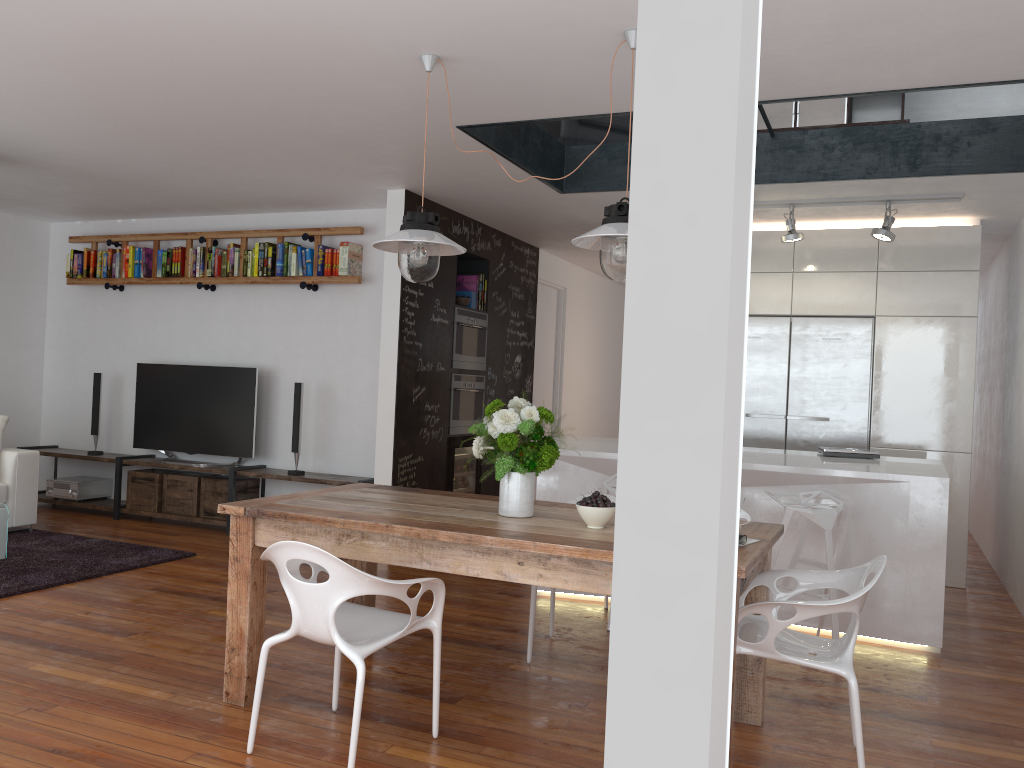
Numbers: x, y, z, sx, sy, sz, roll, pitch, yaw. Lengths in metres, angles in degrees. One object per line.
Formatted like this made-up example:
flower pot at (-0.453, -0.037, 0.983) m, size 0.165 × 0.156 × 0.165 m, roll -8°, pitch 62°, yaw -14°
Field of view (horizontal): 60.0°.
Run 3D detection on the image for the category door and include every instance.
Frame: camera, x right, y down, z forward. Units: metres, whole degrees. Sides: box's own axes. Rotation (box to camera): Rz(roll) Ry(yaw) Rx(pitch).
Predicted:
door at (0.274, 0.136, 8.617) m, size 0.120 × 2.236 × 0.823 m, roll 3°, pitch 0°, yaw 23°

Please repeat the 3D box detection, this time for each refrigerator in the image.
refrigerator at (1.983, 0.414, 6.425) m, size 1.119 × 1.811 × 0.142 m, roll 3°, pitch 0°, yaw 23°

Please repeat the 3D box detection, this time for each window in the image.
window at (1.282, -1.510, 4.617) m, size 2.700 × 0.035 × 1.546 m, roll 3°, pitch 0°, yaw 23°

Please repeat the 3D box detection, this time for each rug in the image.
rug at (-3.589, 1.057, 4.778) m, size 1.895 × 0.019 × 3.193 m, roll 3°, pitch 0°, yaw 23°

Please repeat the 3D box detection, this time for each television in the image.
television at (-2.538, 0.243, 7.099) m, size 1.230 × 0.786 × 0.298 m, roll 3°, pitch 0°, yaw 23°

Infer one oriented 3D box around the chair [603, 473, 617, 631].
chair at (0.629, 0.876, 4.667) m, size 0.492 × 0.765 × 0.428 m, roll 2°, pitch 0°, yaw 33°

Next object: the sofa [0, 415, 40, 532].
sofa at (-4.452, 0.604, 5.154) m, size 0.987 × 0.842 × 3.086 m, roll 3°, pitch 0°, yaw 23°

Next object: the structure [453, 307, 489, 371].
structure at (-0.303, -0.343, 6.939) m, size 0.052 × 0.462 × 0.585 m, roll 3°, pitch 0°, yaw 23°

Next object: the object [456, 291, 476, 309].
object at (-0.367, -0.665, 7.048) m, size 0.136 × 0.136 × 0.110 m, roll 3°, pitch 0°, yaw 16°

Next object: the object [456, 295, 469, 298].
object at (-0.379, -0.666, 6.899) m, size 0.077 × 0.042 × 0.116 m, roll 2°, pitch 0°, yaw 36°

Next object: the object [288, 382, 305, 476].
object at (-1.594, 0.334, 6.616) m, size 0.089 × 0.687 × 0.089 m, roll 2°, pitch 0°, yaw 33°

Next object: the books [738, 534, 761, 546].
books at (0.671, 0.503, 2.942) m, size 0.218 × 0.035 × 0.267 m, roll 2°, pitch 0°, yaw 38°

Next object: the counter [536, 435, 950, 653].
counter at (1.223, 0.835, 5.154) m, size 2.289 × 0.903 × 0.956 m, roll 3°, pitch 0°, yaw 23°

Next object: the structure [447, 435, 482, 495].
structure at (-0.348, 0.790, 6.932) m, size 0.081 × 0.763 × 0.582 m, roll 3°, pitch 0°, yaw 23°

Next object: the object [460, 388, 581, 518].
object at (0.019, 0.252, 3.344) m, size 0.432 × 0.476 × 0.371 m, roll 3°, pitch 0°, yaw -25°

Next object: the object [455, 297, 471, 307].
object at (-0.390, -0.633, 6.902) m, size 0.132 × 0.069 × 0.132 m, roll 3°, pitch 0°, yaw -34°

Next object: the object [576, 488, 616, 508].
object at (0.296, 0.413, 3.110) m, size 0.159 × 0.095 × 0.141 m, roll 3°, pitch 0°, yaw 9°

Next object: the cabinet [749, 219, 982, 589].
cabinet at (2.178, 0.082, 6.845) m, size 2.404 × 2.506 × 0.946 m, roll 3°, pitch 0°, yaw 23°

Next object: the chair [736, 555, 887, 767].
chair at (0.974, 0.910, 2.991) m, size 0.505 × 0.710 × 0.577 m, roll 3°, pitch 0°, yaw 18°

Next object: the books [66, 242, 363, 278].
books at (-1.095, -1.782, 6.887) m, size 5.671 × 1.974 × 0.733 m, roll 3°, pitch 0°, yaw 12°

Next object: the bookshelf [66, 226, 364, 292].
bookshelf at (-2.470, -0.990, 7.193) m, size 2.983 × 0.465 × 0.161 m, roll 3°, pitch 0°, yaw 23°

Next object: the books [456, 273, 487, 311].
books at (-0.343, -0.746, 7.196) m, size 0.230 × 0.303 × 0.152 m, roll 3°, pitch 0°, yaw 23°

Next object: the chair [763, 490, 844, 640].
chair at (1.431, 0.911, 4.248) m, size 0.492 × 0.765 × 0.428 m, roll 3°, pitch 0°, yaw -22°

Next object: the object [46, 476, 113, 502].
object at (-3.678, 0.892, 7.549) m, size 0.350 × 0.170 × 0.400 m, roll 3°, pitch 0°, yaw 22°

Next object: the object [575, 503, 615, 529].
object at (0.294, 0.463, 3.110) m, size 0.146 × 0.079 × 0.146 m, roll 2°, pitch 0°, yaw 32°

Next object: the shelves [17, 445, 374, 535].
shelves at (-2.572, 0.867, 7.093) m, size 3.473 × 0.506 × 0.414 m, roll 3°, pitch 0°, yaw 23°

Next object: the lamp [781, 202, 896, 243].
lamp at (1.793, -1.035, 5.792) m, size 1.324 × 0.254 × 0.154 m, roll 3°, pitch 0°, yaw 23°

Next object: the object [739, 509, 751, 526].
object at (0.807, 0.488, 3.206) m, size 0.127 × 0.078 × 0.082 m, roll 3°, pitch 0°, yaw 28°

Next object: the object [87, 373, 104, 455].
object at (-3.480, 0.250, 7.443) m, size 0.089 × 0.687 × 0.089 m, roll 3°, pitch 0°, yaw 8°

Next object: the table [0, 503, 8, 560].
table at (-3.464, 0.886, 5.302) m, size 0.565 × 0.337 × 0.551 m, roll 3°, pitch 0°, yaw 23°

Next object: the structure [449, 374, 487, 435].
structure at (-0.326, 0.159, 6.937) m, size 0.052 × 0.462 × 0.585 m, roll 3°, pitch 0°, yaw 23°

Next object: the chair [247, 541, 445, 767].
chair at (-0.552, 0.840, 2.920) m, size 0.577 × 0.710 × 0.505 m, roll 3°, pitch 0°, yaw 28°

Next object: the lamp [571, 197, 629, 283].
lamp at (0.400, -0.517, 3.180) m, size 0.372 × 0.306 × 0.372 m, roll 3°, pitch 0°, yaw -15°

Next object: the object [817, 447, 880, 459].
object at (1.926, 0.391, 5.089) m, size 0.298 × 0.036 × 0.325 m, roll 3°, pitch 0°, yaw 13°

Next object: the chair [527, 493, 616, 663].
chair at (0.358, 0.886, 4.085) m, size 0.577 × 0.710 × 0.505 m, roll 3°, pitch 0°, yaw 13°

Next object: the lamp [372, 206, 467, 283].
lamp at (-0.365, -0.551, 3.507) m, size 0.372 × 0.306 × 0.372 m, roll 3°, pitch 0°, yaw 17°

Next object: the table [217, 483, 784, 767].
table at (-0.040, 0.856, 3.329) m, size 1.910 × 0.735 × 0.969 m, roll 3°, pitch 0°, yaw 23°
